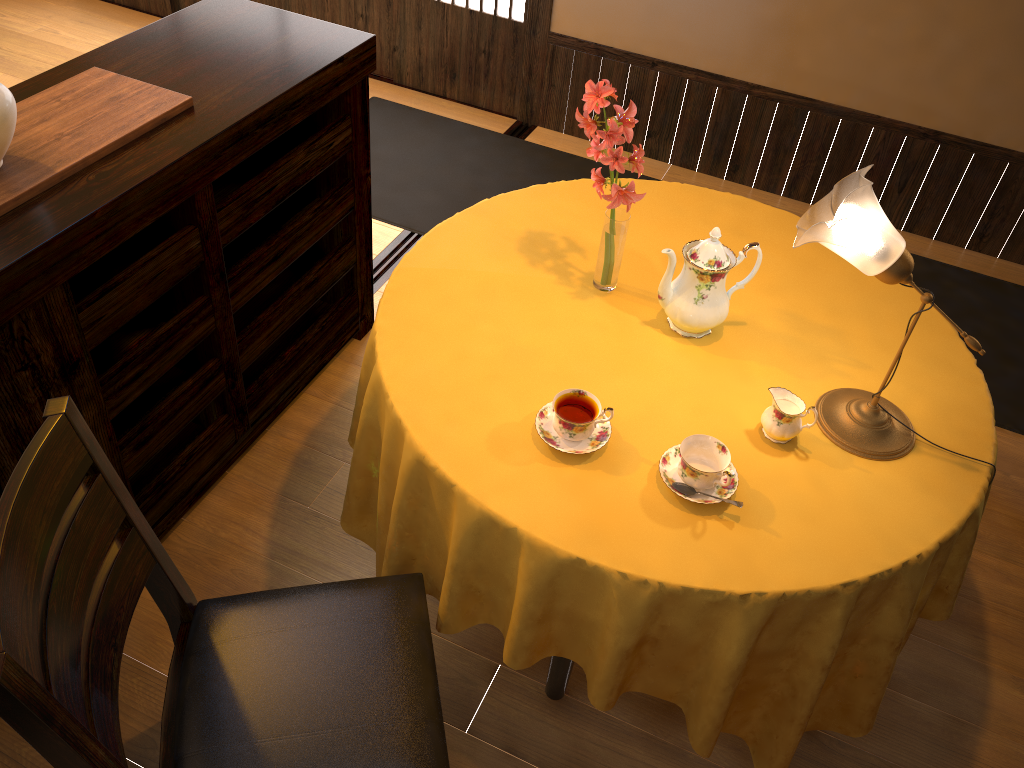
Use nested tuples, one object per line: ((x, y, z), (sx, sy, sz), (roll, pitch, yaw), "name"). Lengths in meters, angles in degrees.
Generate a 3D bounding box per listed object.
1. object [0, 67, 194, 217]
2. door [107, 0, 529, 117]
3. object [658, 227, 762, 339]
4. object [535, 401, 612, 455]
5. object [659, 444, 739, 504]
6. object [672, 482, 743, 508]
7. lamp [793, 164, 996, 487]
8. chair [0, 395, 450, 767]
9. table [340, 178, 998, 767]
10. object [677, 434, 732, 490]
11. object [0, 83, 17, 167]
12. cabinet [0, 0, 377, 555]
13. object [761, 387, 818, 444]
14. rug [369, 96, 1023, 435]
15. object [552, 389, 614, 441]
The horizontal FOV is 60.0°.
((-1.012, -0.355, 1.594), (0.268, 0.020, 1.009), (20, 44, 14), "object")
((-1.072, -2.426, 3.816), (2.654, 1.972, 0.067), (20, 44, 15), "door")
((0.408, -0.223, 1.862), (0.164, 0.249, 0.155), (30, 47, 24), "object")
((0.113, 0.085, 1.656), (0.144, 0.024, 0.146), (-7, 44, -15), "object")
((0.333, 0.167, 1.595), (0.144, 0.024, 0.146), (-7, 44, -15), "object")
((0.340, 0.196, 1.551), (0.126, 0.019, 0.029), (23, 45, 17), "object")
((0.694, 0.147, 1.815), (0.513, 1.186, 0.200), (21, 44, 15), "lamp")
((-0.409, 0.500, 1.473), (0.578, 0.946, 0.498), (-4, 43, -11), "chair")
((0.334, 0.144, 2.145), (1.448, 0.686, 1.460), (20, 44, 15), "table")
((0.336, 0.146, 1.570), (0.090, 0.075, 0.100), (9, 42, 3), "object")
((-0.937, -0.576, 1.554), (0.190, 0.372, 0.324), (26, 46, 20), "object")
((-1.058, 0.026, 1.898), (0.490, 0.957, 2.212), (20, 44, 14), "cabinet")
((0.520, 0.059, 1.682), (0.083, 0.096, 0.079), (-1, 43, -8), "object")
((0.509, -0.585, 3.469), (2.962, 0.005, 0.912), (20, 44, 15), "rug")
((0.119, 0.064, 1.633), (0.091, 0.075, 0.100), (-28, 52, -32), "object")
